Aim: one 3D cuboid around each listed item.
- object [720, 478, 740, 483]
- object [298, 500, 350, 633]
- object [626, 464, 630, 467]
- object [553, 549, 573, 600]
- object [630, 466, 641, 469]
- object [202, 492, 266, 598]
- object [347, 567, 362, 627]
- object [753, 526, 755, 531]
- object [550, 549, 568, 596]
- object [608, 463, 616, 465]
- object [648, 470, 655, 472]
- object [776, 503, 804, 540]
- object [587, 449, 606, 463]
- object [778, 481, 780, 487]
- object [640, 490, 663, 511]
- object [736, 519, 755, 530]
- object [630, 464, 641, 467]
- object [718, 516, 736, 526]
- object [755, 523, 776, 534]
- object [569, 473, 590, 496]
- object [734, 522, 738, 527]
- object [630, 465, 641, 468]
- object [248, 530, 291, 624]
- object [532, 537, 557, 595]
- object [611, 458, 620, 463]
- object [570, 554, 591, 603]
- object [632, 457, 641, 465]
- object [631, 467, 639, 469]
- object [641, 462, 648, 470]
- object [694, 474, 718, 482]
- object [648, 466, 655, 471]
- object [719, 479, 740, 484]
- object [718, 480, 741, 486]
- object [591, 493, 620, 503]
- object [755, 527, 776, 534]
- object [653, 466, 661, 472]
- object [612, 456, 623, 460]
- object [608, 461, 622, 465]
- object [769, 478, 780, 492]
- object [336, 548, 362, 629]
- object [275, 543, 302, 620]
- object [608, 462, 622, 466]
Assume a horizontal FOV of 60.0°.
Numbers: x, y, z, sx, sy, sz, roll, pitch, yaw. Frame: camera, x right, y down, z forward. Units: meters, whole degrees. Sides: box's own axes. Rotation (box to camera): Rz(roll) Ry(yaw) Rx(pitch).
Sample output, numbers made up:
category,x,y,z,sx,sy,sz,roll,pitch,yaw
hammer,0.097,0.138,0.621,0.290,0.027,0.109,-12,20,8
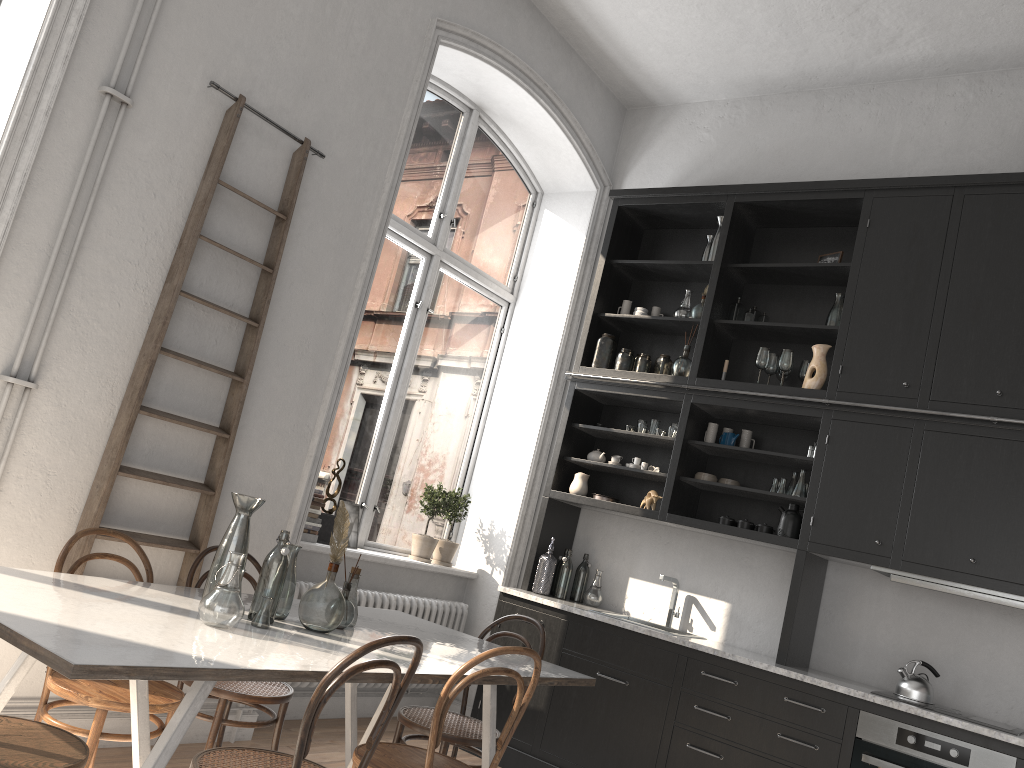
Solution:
category,x,y,z,sx,sy,sz,roll,pitch,yaw
object,1.260,0.576,5.143,0.112,0.035,0.113,16,-10,-10
object,-0.609,0.621,3.034,0.157,0.445,0.157,20,-11,-34
object,0.728,0.514,5.477,0.056,0.033,0.058,21,-11,-35
object,0.324,1.166,5.441,0.086,0.301,0.086,10,-10,23
object,0.753,0.514,5.391,0.085,0.014,0.085,10,-10,24
object,-0.926,0.558,2.937,0.116,0.382,0.116,22,-12,-41
object,-0.609,0.792,3.319,0.101,0.211,0.101,16,-9,-13
object,1.315,0.800,4.965,0.088,0.059,0.104,18,-10,-24
object,0.315,1.184,5.563,0.086,0.301,0.086,21,-11,-38
object,0.636,0.509,5.490,0.085,0.014,0.085,22,-12,-38
object,0.850,0.537,5.345,0.085,0.014,0.085,10,-10,24
object,1.494,0.737,4.738,0.124,0.191,0.129,18,-10,-25
object,0.536,0.461,5.613,0.125,0.100,0.140,11,-10,19
object,1.497,0.594,4.987,0.058,0.094,0.058,12,-9,14
object,0.817,0.682,5.194,0.070,0.123,0.173,17,-10,-20
object,1.273,0.766,4.829,0.104,0.059,0.088,11,-10,16
object,0.756,0.501,5.394,0.085,0.016,0.085,16,-10,-12
object,1.188,0.757,4.903,0.104,0.059,0.088,9,-10,26
object,1.364,0.782,4.786,0.088,0.059,0.104,4,-13,45
object,0.422,0.628,5.515,0.115,0.144,0.127,11,-10,16
object,1.239,0.792,5.026,0.088,0.059,0.104,7,-12,35
object,0.756,0.508,5.392,0.085,0.016,0.085,18,-10,-21
object,-0.792,0.634,2.941,0.086,0.301,0.086,10,-10,23
object,0.213,1.102,5.391,0.108,0.349,0.109,11,-10,18
object,0.641,0.482,5.494,0.055,0.033,0.058,12,-10,12
object,0.435,1.212,5.550,0.086,0.301,0.086,15,-9,-7
object,0.759,0.478,5.402,0.039,0.055,0.049,20,-11,-32
object,0.752,0.520,5.390,0.085,0.014,0.085,10,-10,24
object,0.793,0.501,5.342,0.049,0.054,0.039,19,-10,-27
object,-1.124,0.595,3.135,0.791,1.840,5.837,6,-13,42
object,0.845,0.518,5.352,0.049,0.040,0.056,12,-9,10
object,1.259,0.584,5.142,0.123,0.035,0.124,10,-10,25
object,1.257,0.591,5.140,0.132,0.038,0.132,15,-9,-5
object,0.573,0.715,5.467,0.180,0.037,0.180,10,-10,22
object,1.401,0.811,4.904,0.104,0.059,0.088,14,-9,1
object,0.871,0.519,5.345,0.048,0.041,0.058,11,-10,15
object,0.646,0.463,5.497,0.055,0.047,0.058,21,-12,-37
object,0.637,0.495,5.493,0.085,0.017,0.085,8,-11,32
object,1.451,0.568,4.899,0.058,0.094,0.058,16,-9,-13
object,-0.596,0.738,3.201,0.106,0.283,0.107,8,-11,32
object,-0.792,0.681,3.070,0.100,0.254,0.099,12,-9,14
object,0.637,0.502,5.491,0.085,0.014,0.085,22,-12,-38
